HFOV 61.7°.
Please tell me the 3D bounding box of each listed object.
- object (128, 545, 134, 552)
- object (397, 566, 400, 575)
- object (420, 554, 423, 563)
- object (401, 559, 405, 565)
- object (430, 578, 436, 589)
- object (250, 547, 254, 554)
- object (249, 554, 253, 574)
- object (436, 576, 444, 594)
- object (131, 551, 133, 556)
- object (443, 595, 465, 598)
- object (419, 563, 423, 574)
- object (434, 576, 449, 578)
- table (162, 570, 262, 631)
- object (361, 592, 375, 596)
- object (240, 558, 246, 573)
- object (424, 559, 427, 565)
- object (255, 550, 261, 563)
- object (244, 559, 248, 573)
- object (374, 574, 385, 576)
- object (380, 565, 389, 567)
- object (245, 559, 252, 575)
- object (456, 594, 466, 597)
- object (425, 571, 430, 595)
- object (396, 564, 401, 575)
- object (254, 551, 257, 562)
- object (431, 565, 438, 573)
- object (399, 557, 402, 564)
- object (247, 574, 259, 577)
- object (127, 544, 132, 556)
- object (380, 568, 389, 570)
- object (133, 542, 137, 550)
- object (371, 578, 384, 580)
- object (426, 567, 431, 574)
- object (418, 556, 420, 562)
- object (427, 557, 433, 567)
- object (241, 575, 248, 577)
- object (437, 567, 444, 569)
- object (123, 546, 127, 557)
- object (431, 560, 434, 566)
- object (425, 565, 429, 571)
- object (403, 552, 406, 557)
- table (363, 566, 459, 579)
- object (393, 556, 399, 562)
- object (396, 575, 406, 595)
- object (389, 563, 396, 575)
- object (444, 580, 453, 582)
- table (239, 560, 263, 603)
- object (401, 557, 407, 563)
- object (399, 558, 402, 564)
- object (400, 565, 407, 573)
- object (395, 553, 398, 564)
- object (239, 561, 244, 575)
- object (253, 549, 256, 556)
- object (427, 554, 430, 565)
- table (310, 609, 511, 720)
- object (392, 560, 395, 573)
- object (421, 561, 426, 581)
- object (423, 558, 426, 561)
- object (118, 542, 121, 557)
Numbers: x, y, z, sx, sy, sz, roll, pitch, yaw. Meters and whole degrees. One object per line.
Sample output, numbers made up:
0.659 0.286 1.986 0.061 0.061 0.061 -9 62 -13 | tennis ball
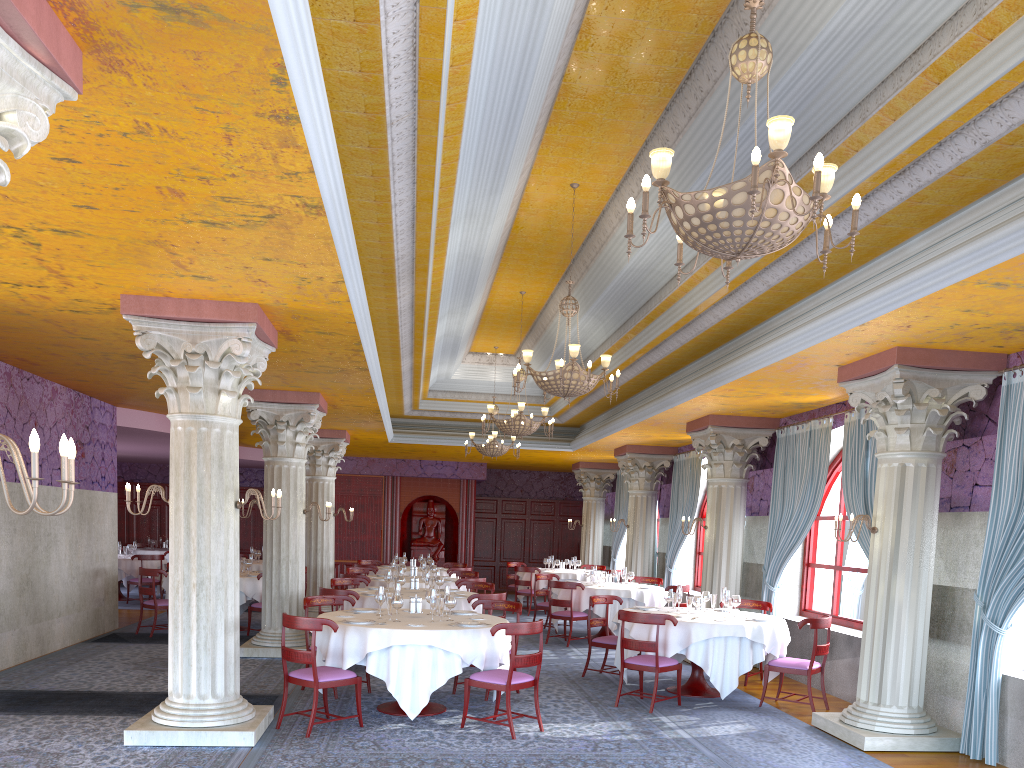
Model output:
-8.317 3.650 18.688 0.122 0.268 0.120 3 3 7 | object
-1.948 3.250 14.751 0.085 0.241 0.084 3 4 18 | object
-1.904 3.745 18.001 0.073 0.341 0.073 5 6 30 | object
-1.954 3.301 15.352 0.073 0.341 0.073 5 6 30 | object
-1.089 2.793 11.811 0.086 0.241 0.084 0 4 -27 | object
-5.656 3.705 18.625 0.073 0.341 0.073 5 6 30 | object
-4.526 3.120 14.851 0.073 0.341 0.073 5 6 30 | object
-1.003 2.796 11.890 0.122 0.268 0.120 3 3 7 | object
-8.485 3.727 19.109 0.085 0.241 0.084 3 4 18 | object
-0.781 2.869 11.563 0.313 0.024 0.315 3 -9 -7 | object
-1.607 3.361 15.417 0.122 0.268 0.120 3 3 7 | object
-1.270 3.533 15.656 0.312 0.024 0.316 -2 -10 23 | object
-4.868 3.732 14.701 2.081 0.965 2.100 3 -7 -6 | table
-1.857 2.805 11.427 0.313 0.024 0.315 3 -9 -7 | object
-4.714 3.175 15.012 0.122 0.268 0.120 3 3 7 | object
-1.833 3.815 18.111 0.085 0.241 0.084 3 4 18 | object
-5.471 3.723 18.472 0.122 0.268 0.120 3 3 7 | object
-4.634 3.177 14.929 0.086 0.241 0.084 0 4 -27 | object
-2.345 3.469 15.520 0.315 0.024 0.314 7 -10 -26 | object
-2.732 4.001 18.798 0.312 0.024 0.316 -4 -11 33 | object
-4.467 3.100 14.508 0.122 0.268 0.120 3 3 7 | object
-0.679 2.906 11.749 0.256 0.020 0.055 -6 -11 42 | object
-1.160 2.723 11.700 0.073 0.341 0.073 5 6 30 | object
-2.030 3.330 15.251 0.086 0.241 0.084 2 4 -4 | object
-5.552 3.747 18.558 0.086 0.241 0.084 0 4 -27 | object
-1.360 3.286 14.913 0.122 0.268 0.120 0 4 -38 | object
-2.417 3.862 18.528 0.085 0.241 0.084 3 4 18 | object
-4.245 3.173 14.181 0.313 0.024 0.315 3 -9 -7 | object
-8.564 3.724 19.192 0.122 0.268 0.120 1 3 -15 | object
-2.600 3.827 17.728 0.313 0.024 0.315 3 -9 -7 | object
-8.377 3.669 19.031 0.074 0.341 0.072 1 5 -15 | object
-2.213 3.296 14.450 0.313 0.024 0.315 3 -9 -7 | object
-1.446 3.283 14.834 0.085 0.241 0.084 3 4 18 | object
-1.994 3.893 18.695 0.122 0.268 0.120 1 3 -15 | object
-1.747 3.818 18.190 0.122 0.268 0.120 1 3 -15 | object
-4.376 3.152 14.051 0.231 0.013 0.028 -5 -10 38 | object
-1.657 4.064 18.933 0.315 0.024 0.314 7 -10 -26 | object
-8.403 3.647 18.609 0.086 0.241 0.084 2 4 -4 | object
-1.419 3.306 15.256 0.074 0.341 0.072 -2 6 -38 | object
-1.527 3.363 15.334 0.086 0.241 0.084 2 4 -4 | object
-2.341 3.833 18.629 0.073 0.341 0.073 5 6 30 | object
-2.148 4.449 18.384 2.081 0.965 2.100 3 -7 -6 | table
-2.501 3.832 18.447 0.122 0.268 0.120 1 3 -15 | object
-1.510 2.735 11.642 0.122 0.268 0.120 1 3 -15 | object
-2.114 3.300 15.169 0.122 0.268 0.120 0 4 -38 | object
-1.138 3.359 14.586 0.313 0.024 0.315 3 -9 -7 | object
-5.365 4.415 18.913 2.081 0.965 2.100 3 -7 -6 | table
-2.254 3.757 17.942 0.122 0.268 0.120 1 3 -15 | object
-2.335 3.782 18.028 0.086 0.241 0.084 0 4 -27 | object
-1.867 3.226 14.665 0.122 0.268 0.120 1 3 -15 | object
-2.439 3.740 18.096 0.073 0.341 0.073 5 6 30 | object
-4.553 3.097 14.429 0.085 0.241 0.084 3 4 18 | object
-5.719 3.797 18.976 0.122 0.268 0.120 3 3 7 | object
-1.806 3.837 18.534 0.073 0.341 0.073 5 6 30 | object
-1.030 2.913 8.913 2.081 0.965 2.100 3 -7 -6 | table
-2.052 3.209 14.818 0.074 0.341 0.072 1 5 -15 | object
-1.517 3.213 14.723 0.073 0.341 0.073 5 6 30 | object
-1.914 3.895 18.611 0.086 0.241 0.084 2 4 -4 | object
-8.475 3.577 18.498 0.074 0.341 0.072 1 5 -15 | object
